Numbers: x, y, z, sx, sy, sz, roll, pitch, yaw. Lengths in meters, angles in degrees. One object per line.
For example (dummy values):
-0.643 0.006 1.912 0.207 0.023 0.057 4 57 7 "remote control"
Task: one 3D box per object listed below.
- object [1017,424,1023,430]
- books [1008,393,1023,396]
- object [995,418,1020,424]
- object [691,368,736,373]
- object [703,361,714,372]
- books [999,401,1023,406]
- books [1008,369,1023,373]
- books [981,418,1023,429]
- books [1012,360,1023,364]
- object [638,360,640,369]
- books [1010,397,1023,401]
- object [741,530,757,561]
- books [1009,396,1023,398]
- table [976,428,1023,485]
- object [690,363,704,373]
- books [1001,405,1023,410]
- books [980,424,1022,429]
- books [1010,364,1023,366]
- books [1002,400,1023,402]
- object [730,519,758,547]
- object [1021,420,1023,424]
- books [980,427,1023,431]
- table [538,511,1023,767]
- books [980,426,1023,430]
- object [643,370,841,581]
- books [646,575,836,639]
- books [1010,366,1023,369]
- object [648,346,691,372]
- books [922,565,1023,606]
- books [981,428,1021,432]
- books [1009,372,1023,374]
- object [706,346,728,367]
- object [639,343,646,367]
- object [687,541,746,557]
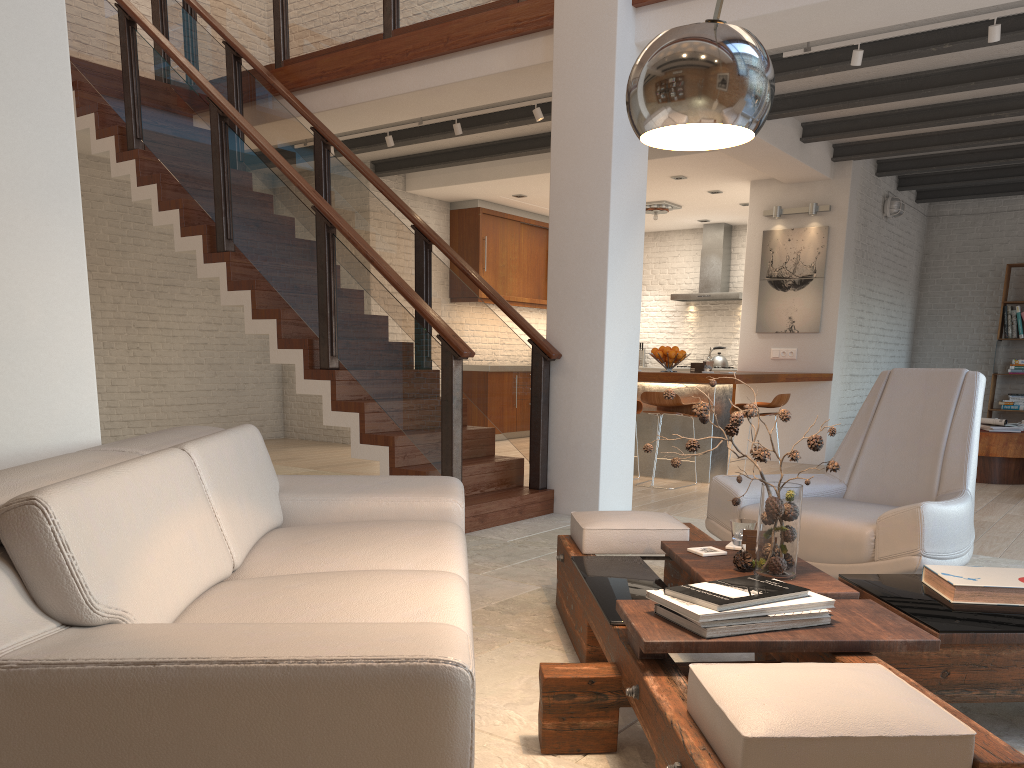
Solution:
4.660 0.393 7.994 0.146 0.057 0.172 2 3 25 "object"
6.090 0.127 10.431 0.250 0.017 0.160 2 2 36 "books"
4.986 0.393 8.795 0.193 0.093 0.183 -1 4 -28 "object"
1.670 -0.111 7.353 0.391 0.035 0.196 2 2 40 "object"
1.647 -0.148 7.321 0.090 0.087 0.089 -4 8 -39 "object"
6.074 0.234 10.463 0.376 0.037 0.241 2 2 36 "books"
6.109 -0.154 10.347 0.377 0.037 0.240 2 2 31 "books"
4.410 0.365 7.887 0.272 0.112 0.315 0 3 -21 "books"
6.131 -0.258 10.325 0.323 0.057 0.252 3 3 38 "books"
1.088 -0.169 7.705 0.090 0.087 0.089 5 8 33 "object"
6.094 0.180 10.454 0.204 0.034 0.131 2 3 36 "books"
0.802 0.526 2.834 0.094 0.084 0.112 2 5 8 "object"
6.094 0.153 10.458 0.235 0.019 0.168 2 2 29 "books"
4.625 0.639 8.358 1.064 0.458 1.811 4 4 42 "table"
1.591 -0.140 7.455 0.094 0.084 0.112 0 5 -9 "object"
6.085 0.281 10.454 0.252 0.057 0.322 -1 3 -44 "books"
4.373 0.380 7.820 0.252 0.011 0.312 1 2 11 "books"
6.125 -0.220 10.339 0.352 0.021 0.268 2 2 34 "books"
6.081 0.206 10.440 0.377 0.019 0.240 2 2 29 "books"
0.788 0.508 2.973 0.091 0.087 0.089 0 7 -4 "object"
4.857 0.399 8.220 0.107 0.111 0.106 -4 9 -38 "object"
4.394 0.401 7.841 0.252 0.011 0.311 1 2 6 "books"
1.045 0.754 2.576 1.970 0.440 2.157 1 2 -3 "table"
4.378 0.390 7.829 0.252 0.011 0.311 1 2 6 "books"
0.656 0.265 2.572 0.542 0.624 0.307 2 10 7 "object"
0.570 0.545 2.158 0.400 0.076 0.245 0 3 -22 "books"
6.115 -0.190 10.328 0.377 0.037 0.240 2 2 30 "books"
1.373 -0.219 7.603 0.366 0.228 0.355 1 5 1 "object"
1.436 0.600 2.599 0.326 0.058 0.249 1 2 6 "books"
4.386 0.412 7.830 0.252 0.011 0.312 1 2 16 "books"
6.120 -0.125 10.353 0.352 0.021 0.268 2 2 36 "books"
2.789 -0.368 11.740 0.261 0.282 0.257 -4 8 -32 "object"
1.826 -0.437 12.809 0.318 0.385 0.065 6 12 35 "object"
0.725 0.546 2.925 0.271 0.035 0.243 1 2 8 "object"
